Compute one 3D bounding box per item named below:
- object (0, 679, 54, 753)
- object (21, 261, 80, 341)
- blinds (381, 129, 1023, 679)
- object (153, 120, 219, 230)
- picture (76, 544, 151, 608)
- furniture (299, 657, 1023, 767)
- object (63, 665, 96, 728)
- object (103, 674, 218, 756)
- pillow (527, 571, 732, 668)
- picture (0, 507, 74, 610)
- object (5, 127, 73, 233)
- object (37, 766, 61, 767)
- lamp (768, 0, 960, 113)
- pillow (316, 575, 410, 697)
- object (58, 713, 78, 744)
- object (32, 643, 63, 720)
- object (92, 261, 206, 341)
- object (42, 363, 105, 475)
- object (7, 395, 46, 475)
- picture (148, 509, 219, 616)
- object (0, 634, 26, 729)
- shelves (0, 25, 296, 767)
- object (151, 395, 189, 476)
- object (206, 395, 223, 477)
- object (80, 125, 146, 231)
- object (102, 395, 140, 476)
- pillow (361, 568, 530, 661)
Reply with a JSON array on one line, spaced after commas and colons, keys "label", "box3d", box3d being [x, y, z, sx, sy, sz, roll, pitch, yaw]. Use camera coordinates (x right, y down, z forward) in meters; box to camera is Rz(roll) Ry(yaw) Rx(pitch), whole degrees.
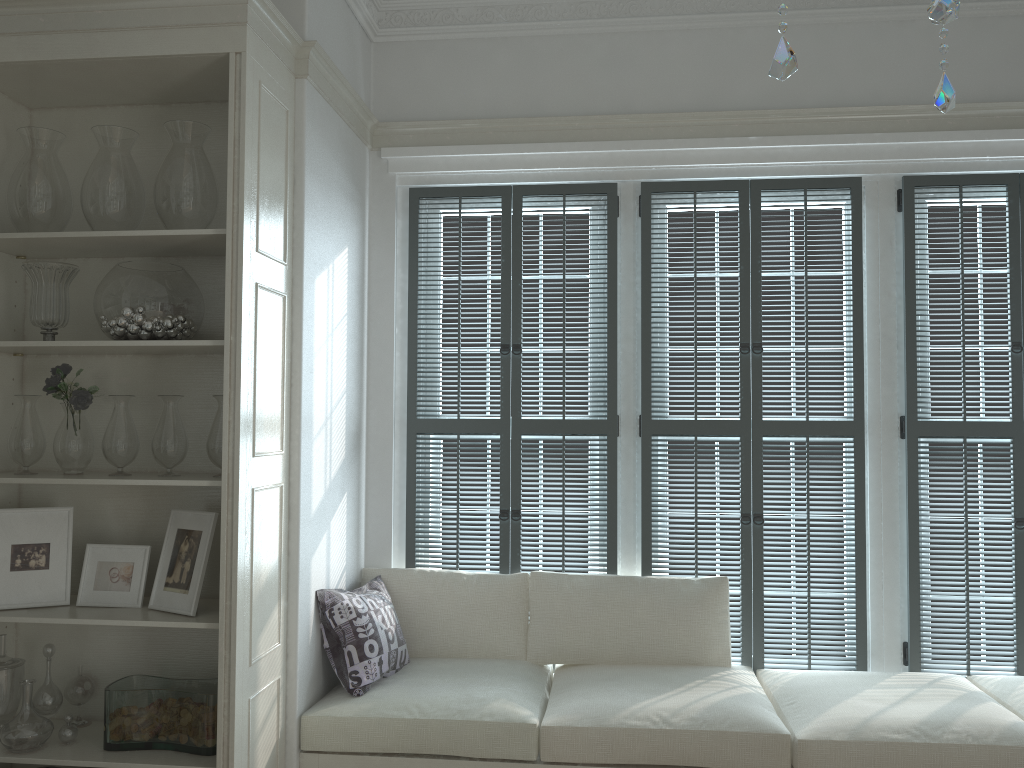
[{"label": "object", "box3d": [-1.464, 0.997, 2.676, 0.148, 0.200, 0.148, 1, -3, -26]}, {"label": "object", "box3d": [-1.464, -0.249, 2.809, 0.168, 0.256, 0.168, 2, -3, -36]}, {"label": "blinds", "box3d": [0.983, 0.133, 3.561, 3.076, 2.238, 0.141, 0, -2, 6]}, {"label": "object", "box3d": [-1.022, -0.628, 2.787, 0.193, 0.362, 0.193, 1, -2, -11]}, {"label": "picture", "box3d": [-1.248, 0.603, 2.814, 0.206, 0.192, 0.124, 0, -2, 1]}, {"label": "furniture", "box3d": [0.914, 1.279, 3.091, 3.150, 0.459, 0.837, 0, -2, 6]}, {"label": "object", "box3d": [-1.407, 1.013, 2.885, 0.094, 0.188, 0.094, 2, -3, -42]}, {"label": "object", "box3d": [-1.042, 1.011, 2.719, 0.387, 0.180, 0.171, 0, -2, 6]}, {"label": "pillow", "box3d": [0.452, 0.925, 3.462, 0.787, 0.360, 0.193, 0, -2, 7]}, {"label": "picture", "box3d": [-1.508, 0.541, 2.780, 0.231, 0.300, 0.127, 1, -3, -24]}, {"label": "object", "box3d": [-1.520, -0.628, 2.857, 0.193, 0.362, 0.193, 1, -2, -11]}, {"label": "object", "box3d": [-1.240, 1.328, 2.673, 0.475, 0.297, 0.290, 0, -2, 6]}, {"label": "lamp", "box3d": [0.410, -1.545, 0.725, 0.648, 2.542, 0.577, 1, -3, -24]}, {"label": "pillow", "box3d": [-0.526, 0.920, 3.269, 0.229, 0.398, 0.550, -1, -3, 19]}, {"label": "object", "box3d": [-1.359, 1.055, 2.717, 0.056, 0.090, 0.056, -2, -3, 37]}, {"label": "object", "box3d": [-1.486, 0.968, 2.841, 0.088, 0.271, 0.088, 0, -2, 11]}, {"label": "object", "box3d": [-1.137, -0.246, 2.786, 0.329, 0.249, 0.329, 1, -3, -19]}, {"label": "object", "box3d": [-1.400, 0.110, 2.823, 0.166, 0.355, 0.206, 3, -3, -45]}, {"label": "object", "box3d": [-1.547, 0.161, 2.829, 0.110, 0.251, 0.110, 1, -3, -22]}, {"label": "picture", "box3d": [-0.997, 0.541, 2.724, 0.202, 0.300, 0.124, -1, -3, 31]}, {"label": "object", "box3d": [-1.591, 0.942, 2.764, 0.129, 0.315, 0.129, 0, -2, 11]}, {"label": "shelves", "box3d": [-1.227, 0.233, 2.757, 0.972, 2.523, 0.399, 0, -2, 6]}, {"label": "object", "box3d": [-1.070, 0.162, 2.777, 0.110, 0.251, 0.110, 1, -3, -22]}, {"label": "object", "box3d": [-0.892, 0.162, 2.757, 0.110, 0.251, 0.110, 1, -3, -22]}, {"label": "object", "box3d": [-1.274, -0.627, 2.838, 0.193, 0.362, 0.193, 1, -2, -11]}, {"label": "object", "box3d": [-1.232, 0.162, 2.794, 0.110, 0.251, 0.110, 1, -3, -22]}, {"label": "pillow", "box3d": [-0.275, 0.928, 3.547, 0.695, 0.360, 0.187, 0, -2, 7]}]
